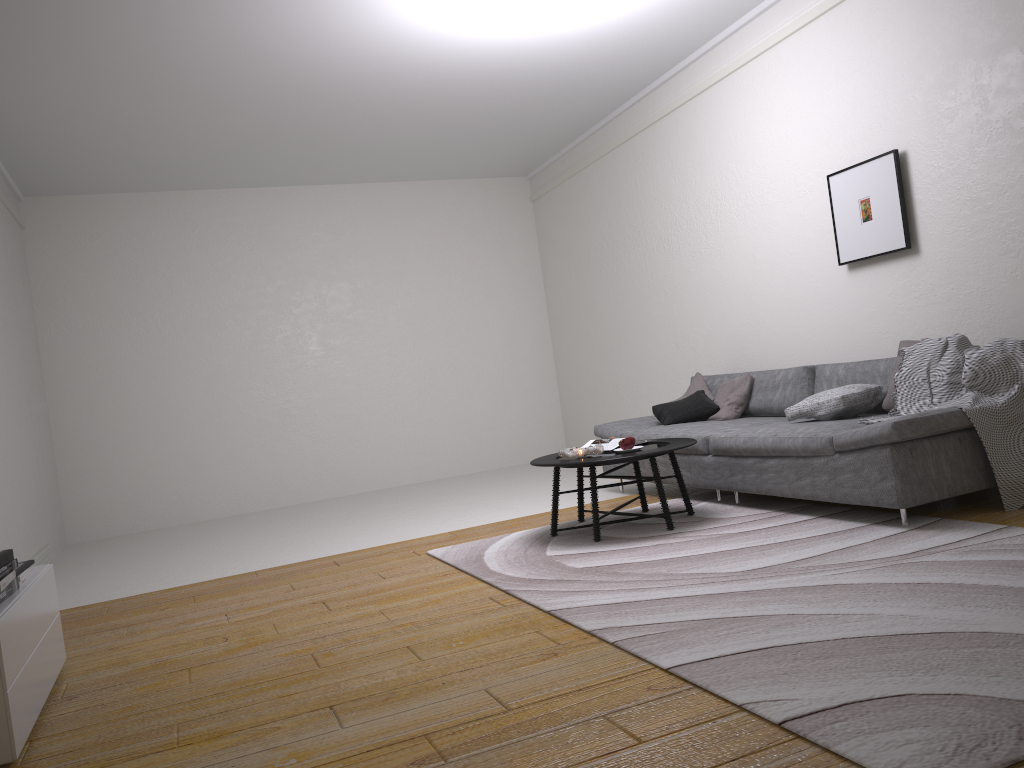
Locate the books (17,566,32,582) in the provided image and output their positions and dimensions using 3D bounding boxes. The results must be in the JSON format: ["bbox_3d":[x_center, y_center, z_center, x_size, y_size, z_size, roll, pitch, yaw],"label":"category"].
[{"bbox_3d":[-1.886,0.703,3.177,0.258,0.019,0.332,-8,0,-23],"label":"books"}]

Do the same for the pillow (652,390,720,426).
[{"bbox_3d":[1.236,0.199,6.298,0.422,0.268,0.401,-8,0,-1],"label":"pillow"}]

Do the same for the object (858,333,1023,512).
[{"bbox_3d":[2.173,0.192,4.331,0.868,0.866,0.631,-8,0,34],"label":"object"}]

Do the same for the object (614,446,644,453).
[{"bbox_3d":[0.646,0.363,4.904,0.165,0.015,0.170,-8,0,24],"label":"object"}]

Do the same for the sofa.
[{"bbox_3d":[1.650,0.297,5.471,1.118,0.772,3.015,-8,0,-21],"label":"sofa"}]

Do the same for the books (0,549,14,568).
[{"bbox_3d":[-1.773,0.590,2.827,0.262,0.038,0.321,-8,0,-19],"label":"books"}]

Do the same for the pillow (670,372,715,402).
[{"bbox_3d":[1.327,0.148,6.604,0.352,0.448,0.478,-8,0,0],"label":"pillow"}]

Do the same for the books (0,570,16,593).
[{"bbox_3d":[-1.758,0.654,2.831,0.263,0.031,0.323,-8,0,-23],"label":"books"}]

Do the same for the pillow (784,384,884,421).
[{"bbox_3d":[1.800,0.113,4.956,0.413,0.194,0.397,-8,0,-35],"label":"pillow"}]

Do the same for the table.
[{"bbox_3d":[0.599,0.595,4.997,0.958,0.449,0.930,-8,0,-24],"label":"table"}]

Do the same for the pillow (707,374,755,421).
[{"bbox_3d":[1.490,0.107,6.208,0.342,0.318,0.417,-8,0,-22],"label":"pillow"}]

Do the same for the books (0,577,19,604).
[{"bbox_3d":[-1.765,0.693,2.838,0.263,0.044,0.347,-8,0,-19],"label":"books"}]

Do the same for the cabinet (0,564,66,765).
[{"bbox_3d":[-1.850,0.929,2.974,0.466,0.400,1.184,-8,0,-21],"label":"cabinet"}]

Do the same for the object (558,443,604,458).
[{"bbox_3d":[0.385,0.376,4.933,0.255,0.062,0.251,-8,0,-14],"label":"object"}]

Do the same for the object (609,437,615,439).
[{"bbox_3d":[0.608,0.343,5.389,0.117,0.036,0.122,-8,0,30],"label":"object"}]

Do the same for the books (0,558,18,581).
[{"bbox_3d":[-1.777,0.625,2.836,0.291,0.031,0.346,-8,0,-21],"label":"books"}]

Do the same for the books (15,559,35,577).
[{"bbox_3d":[-1.898,0.687,3.177,0.278,0.016,0.336,-8,0,-20],"label":"books"}]

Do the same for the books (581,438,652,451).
[{"bbox_3d":[0.588,0.346,5.227,0.380,0.048,0.299,-8,0,-43],"label":"books"}]

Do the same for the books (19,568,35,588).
[{"bbox_3d":[-1.885,0.722,3.183,0.257,0.019,0.339,-8,0,-21],"label":"books"}]

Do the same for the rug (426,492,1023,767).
[{"bbox_3d":[1.045,0.745,3.753,1.978,0.008,3.656,-8,0,-21],"label":"rug"}]

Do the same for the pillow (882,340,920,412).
[{"bbox_3d":[2.137,-0.042,4.604,0.245,0.390,0.420,-8,0,-21],"label":"pillow"}]

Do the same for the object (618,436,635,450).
[{"bbox_3d":[0.642,0.329,4.892,0.109,0.082,0.089,-8,0,13],"label":"object"}]
